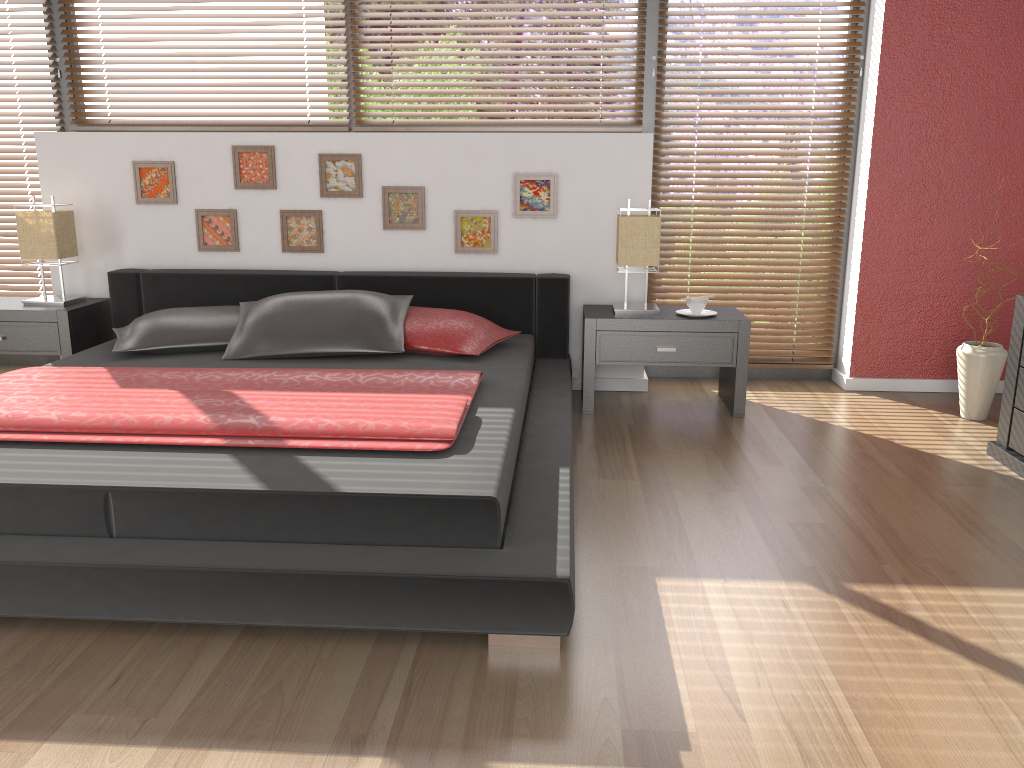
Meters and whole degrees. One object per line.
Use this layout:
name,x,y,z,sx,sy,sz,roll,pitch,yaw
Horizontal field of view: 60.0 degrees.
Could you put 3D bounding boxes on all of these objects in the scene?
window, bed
window,-0.780,-1.677,4.328,2.817,0.786,0.020,1,14,3
window,1.162,-1.113,4.339,0.889,1.893,0.020,1,14,3
bed,-1.020,0.015,3.103,2.469,0.577,2.413,1,14,3
window,-2.731,-1.186,4.572,0.889,1.893,0.020,1,14,3

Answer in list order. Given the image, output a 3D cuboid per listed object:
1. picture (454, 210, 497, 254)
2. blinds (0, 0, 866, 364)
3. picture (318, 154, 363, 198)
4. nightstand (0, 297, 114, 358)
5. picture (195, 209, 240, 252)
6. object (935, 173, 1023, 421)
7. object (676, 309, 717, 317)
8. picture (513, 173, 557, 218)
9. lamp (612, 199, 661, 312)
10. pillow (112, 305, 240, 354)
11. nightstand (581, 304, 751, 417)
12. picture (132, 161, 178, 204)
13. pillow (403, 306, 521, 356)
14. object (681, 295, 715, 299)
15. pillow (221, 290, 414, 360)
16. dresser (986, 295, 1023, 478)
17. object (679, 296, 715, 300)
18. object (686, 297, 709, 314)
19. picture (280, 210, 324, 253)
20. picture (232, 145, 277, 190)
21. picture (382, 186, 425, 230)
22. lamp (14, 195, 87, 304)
picture,-0.169,-0.712,4.157,0.200,0.200,0.010,1,14,3
blinds,-0.790,-1.099,4.398,4.840,1.952,0.032,1,14,3
picture,-0.799,-0.971,4.135,0.200,0.200,0.010,1,14,3
nightstand,-2.301,-0.169,4.172,0.700,0.423,0.413,1,14,3
picture,-1.406,-0.732,4.231,0.200,0.200,0.010,1,14,3
object,1.947,-0.358,3.729,0.422,1.035,0.364,-5,15,-21
object,0.807,-0.309,3.881,0.179,0.012,0.179,8,15,28
picture,0.107,-0.872,4.100,0.200,0.200,0.010,1,14,3
lamp,0.556,-0.573,3.932,0.200,0.480,0.200,1,14,3
pillow,-1.295,-0.233,3.746,0.745,0.172,0.418,-5,15,-21
nightstand,0.670,-0.113,3.994,0.700,0.423,0.413,1,14,3
picture,-1.689,-0.952,4.196,0.200,0.200,0.010,1,14,3
pillow,-0.382,-0.228,3.744,0.745,0.172,0.418,6,15,22
object,0.812,-0.379,3.870,0.192,0.007,0.007,-8,16,-31
pillow,-0.789,-0.253,3.620,0.744,0.241,0.386,0,14,-1
dresser,2.013,0.176,2.428,0.540,0.608,1.740,1,14,3
object,0.802,-0.374,3.849,0.192,0.007,0.007,-7,15,-26
object,0.807,-0.341,3.874,0.099,0.069,0.099,8,15,28
picture,-0.997,-0.724,4.207,0.200,0.200,0.010,1,14,3
picture,-1.206,-1.013,4.151,0.200,0.200,0.010,1,14,3
picture,-0.507,-0.823,4.151,0.200,0.200,0.010,1,14,3
lamp,-2.137,-0.625,4.093,0.200,0.480,0.200,1,14,3
